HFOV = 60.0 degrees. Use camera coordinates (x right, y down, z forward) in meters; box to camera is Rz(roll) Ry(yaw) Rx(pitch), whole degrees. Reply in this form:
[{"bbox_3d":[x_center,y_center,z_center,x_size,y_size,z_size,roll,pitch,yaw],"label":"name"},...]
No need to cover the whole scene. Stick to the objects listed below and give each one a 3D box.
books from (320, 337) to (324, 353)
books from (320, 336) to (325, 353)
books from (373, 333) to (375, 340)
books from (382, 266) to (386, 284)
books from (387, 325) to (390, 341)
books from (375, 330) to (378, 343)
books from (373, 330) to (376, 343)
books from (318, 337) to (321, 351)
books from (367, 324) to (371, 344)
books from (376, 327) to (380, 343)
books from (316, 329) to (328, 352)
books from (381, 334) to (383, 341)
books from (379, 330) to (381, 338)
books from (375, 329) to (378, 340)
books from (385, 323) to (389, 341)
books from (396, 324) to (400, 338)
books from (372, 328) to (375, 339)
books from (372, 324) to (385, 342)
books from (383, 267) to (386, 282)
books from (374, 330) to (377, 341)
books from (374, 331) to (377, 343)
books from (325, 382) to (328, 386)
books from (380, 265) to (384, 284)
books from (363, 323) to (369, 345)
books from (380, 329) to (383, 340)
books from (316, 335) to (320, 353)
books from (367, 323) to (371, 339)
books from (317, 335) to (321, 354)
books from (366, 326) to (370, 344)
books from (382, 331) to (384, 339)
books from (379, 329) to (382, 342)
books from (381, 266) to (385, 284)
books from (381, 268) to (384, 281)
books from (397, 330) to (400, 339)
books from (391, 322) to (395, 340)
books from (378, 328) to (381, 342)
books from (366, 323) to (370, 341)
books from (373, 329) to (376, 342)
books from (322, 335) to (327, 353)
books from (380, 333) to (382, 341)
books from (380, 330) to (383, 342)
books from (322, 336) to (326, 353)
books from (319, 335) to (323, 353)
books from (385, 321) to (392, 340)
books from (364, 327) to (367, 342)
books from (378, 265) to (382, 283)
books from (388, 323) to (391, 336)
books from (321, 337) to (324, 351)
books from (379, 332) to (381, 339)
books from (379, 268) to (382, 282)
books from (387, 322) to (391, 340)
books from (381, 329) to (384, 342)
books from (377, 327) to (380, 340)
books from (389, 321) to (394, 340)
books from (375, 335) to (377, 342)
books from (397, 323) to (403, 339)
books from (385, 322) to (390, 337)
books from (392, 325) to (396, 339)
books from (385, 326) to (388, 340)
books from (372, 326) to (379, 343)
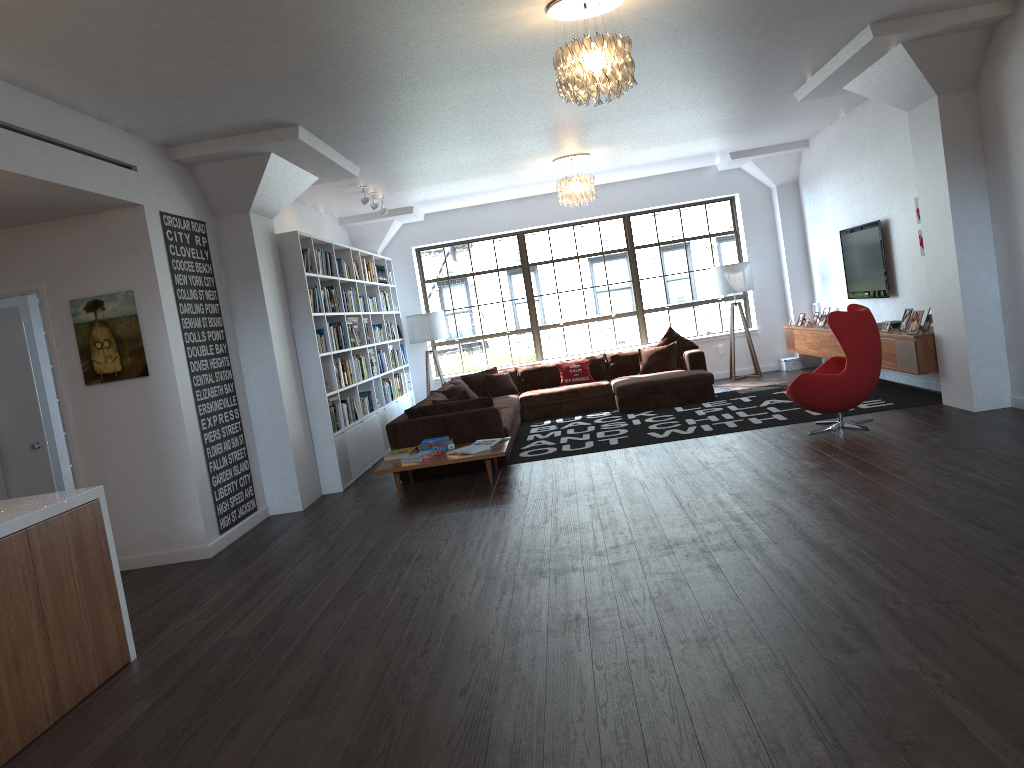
[{"bbox_3d":[-1.841,-0.358,8.364,0.110,0.153,0.019,-9,4,4],"label":"books"},{"bbox_3d":[-1.843,-0.368,8.402,0.120,0.167,0.020,-9,4,4],"label":"books"},{"bbox_3d":[-1.729,-0.569,10.711,0.128,0.178,0.020,-9,4,4],"label":"books"},{"bbox_3d":[-1.806,-1.450,11.924,0.183,0.253,0.042,-9,4,4],"label":"books"},{"bbox_3d":[-1.692,-0.665,11.597,0.161,0.223,0.032,-9,4,4],"label":"books"},{"bbox_3d":[-1.707,-0.575,10.857,0.106,0.162,0.030,-9,4,4],"label":"books"},{"bbox_3d":[-1.732,-0.572,10.761,0.128,0.178,0.021,-9,4,4],"label":"books"},{"bbox_3d":[-1.857,-0.362,8.275,0.128,0.178,0.021,-9,4,4],"label":"books"},{"bbox_3d":[-1.764,-0.578,10.462,0.171,0.246,0.036,-9,4,4],"label":"books"},{"bbox_3d":[-1.718,-0.596,10.955,0.139,0.191,0.036,-9,4,4],"label":"books"},{"bbox_3d":[-1.854,-0.406,8.485,0.140,0.231,0.042,-9,4,4],"label":"books"},{"bbox_3d":[-1.695,-0.597,11.179,0.110,0.153,0.018,-9,4,4],"label":"books"},{"bbox_3d":[-1.716,-0.603,11.098,0.134,0.184,0.030,-9,4,4],"label":"books"},{"bbox_3d":[-1.707,-0.580,10.881,0.107,0.167,0.016,-9,4,4],"label":"books"},{"bbox_3d":[-1.702,-0.666,11.522,0.174,0.240,0.054,-9,4,4],"label":"books"},{"bbox_3d":[-1.664,-0.719,12.345,0.167,0.210,0.162,-9,4,4],"label":"books"},{"bbox_3d":[-1.735,-0.573,10.736,0.134,0.184,0.029,-9,4,4],"label":"books"},{"bbox_3d":[-1.707,-0.643,11.281,0.140,0.231,0.042,-9,4,4],"label":"books"},{"bbox_3d":[-1.806,-1.453,11.967,0.183,0.253,0.042,-9,4,4],"label":"books"},{"bbox_3d":[-1.715,-0.574,10.832,0.120,0.167,0.019,-9,4,4],"label":"books"},{"bbox_3d":[-1.714,-0.565,10.797,0.110,0.153,0.018,-9,4,4],"label":"books"},{"bbox_3d":[-1.842,0.014,8.335,0.174,0.032,0.254,-9,4,-1],"label":"books"},{"bbox_3d":[-1.813,-1.439,11.793,0.183,0.253,0.042,-9,4,4],"label":"books"},{"bbox_3d":[-1.768,-0.568,10.288,0.174,0.251,0.051,-9,4,4],"label":"books"},{"bbox_3d":[-1.696,-0.605,11.198,0.120,0.167,0.020,-9,4,4],"label":"books"},{"bbox_3d":[-1.866,-0.368,8.233,0.127,0.200,0.020,-9,4,4],"label":"books"},{"bbox_3d":[-1.765,-0.583,10.498,0.160,0.251,0.036,-9,4,4],"label":"books"},{"bbox_3d":[-1.856,-0.360,8.254,0.128,0.178,0.022,-9,4,4],"label":"books"},{"bbox_3d":[-1.757,-0.560,10.360,0.161,0.223,0.030,-9,4,4],"label":"books"},{"bbox_3d":[-1.687,-0.611,11.248,0.107,0.167,0.017,-9,4,4],"label":"books"},{"bbox_3d":[-1.713,-0.603,11.123,0.128,0.178,0.022,-9,4,4],"label":"books"},{"bbox_3d":[-1.809,-1.446,11.880,0.183,0.253,0.042,-9,4,4],"label":"books"},{"bbox_3d":[-1.817,-1.441,11.837,0.183,0.253,0.042,-9,4,4],"label":"books"},{"bbox_3d":[-1.660,-0.720,12.279,0.161,0.218,0.101,-9,4,4],"label":"books"},{"bbox_3d":[-1.685,-0.700,11.962,0.174,0.236,0.142,-9,4,3],"label":"books"},{"bbox_3d":[-1.709,-0.598,11.050,0.128,0.178,0.022,-9,4,4],"label":"books"},{"bbox_3d":[-1.772,-0.574,10.394,0.183,0.253,0.039,-9,4,4],"label":"books"},{"bbox_3d":[-1.722,-0.572,10.779,0.109,0.171,0.017,-9,4,4],"label":"books"},{"bbox_3d":[-1.834,-0.373,8.452,0.107,0.167,0.017,-9,4,4],"label":"books"},{"bbox_3d":[-1.703,-0.603,11.142,0.109,0.171,0.018,-9,4,4],"label":"books"},{"bbox_3d":[-1.695,-0.596,11.160,0.110,0.153,0.019,-9,4,4],"label":"books"},{"bbox_3d":[-1.835,-0.369,8.428,0.106,0.162,0.032,-9,4,4],"label":"books"},{"bbox_3d":[-1.849,-0.365,8.346,0.109,0.171,0.018,-9,4,4],"label":"books"},{"bbox_3d":[-1.701,-0.696,11.786,0.180,0.259,0.042,-9,4,4],"label":"books"},{"bbox_3d":[-1.768,-0.550,10.249,0.161,0.223,0.030,-9,4,4],"label":"books"},{"bbox_3d":[-1.824,-1.427,11.663,0.183,0.253,0.042,-9,4,4],"label":"books"},{"bbox_3d":[-1.700,-0.689,11.746,0.160,0.251,0.039,-9,4,4],"label":"books"},{"bbox_3d":[-1.842,-0.360,8.383,0.110,0.153,0.018,-9,4,4],"label":"books"},{"bbox_3d":[-1.710,-0.599,11.071,0.128,0.178,0.021,-9,4,4],"label":"books"},{"bbox_3d":[-1.824,-1.430,11.707,0.183,0.253,0.042,-9,4,4],"label":"books"},{"bbox_3d":[-1.699,-0.684,11.707,0.171,0.246,0.039,-9,4,4],"label":"books"},{"bbox_3d":[-1.688,-0.606,11.224,0.106,0.162,0.032,-9,4,4],"label":"books"},{"bbox_3d":[-1.719,-0.601,10.996,0.136,0.196,0.045,-9,4,4],"label":"books"},{"bbox_3d":[-1.690,-0.702,11.871,0.183,0.253,0.042,-9,4,4],"label":"books"},{"bbox_3d":[-1.714,-0.566,10.814,0.110,0.153,0.017,-9,4,4],"label":"books"},{"bbox_3d":[-1.651,-0.731,12.434,0.182,0.215,0.188,-9,4,4],"label":"books"},{"bbox_3d":[-1.707,-0.681,11.634,0.183,0.253,0.042,-9,4,4],"label":"books"},{"bbox_3d":[-1.672,-0.692,12.019,0.161,0.207,0.135,-9,4,3],"label":"books"},{"bbox_3d":[-1.704,-0.654,11.479,0.161,0.223,0.032,-9,4,4],"label":"books"},{"bbox_3d":[-1.726,-0.599,10.915,0.140,0.206,0.042,-9,4,4],"label":"books"}]
